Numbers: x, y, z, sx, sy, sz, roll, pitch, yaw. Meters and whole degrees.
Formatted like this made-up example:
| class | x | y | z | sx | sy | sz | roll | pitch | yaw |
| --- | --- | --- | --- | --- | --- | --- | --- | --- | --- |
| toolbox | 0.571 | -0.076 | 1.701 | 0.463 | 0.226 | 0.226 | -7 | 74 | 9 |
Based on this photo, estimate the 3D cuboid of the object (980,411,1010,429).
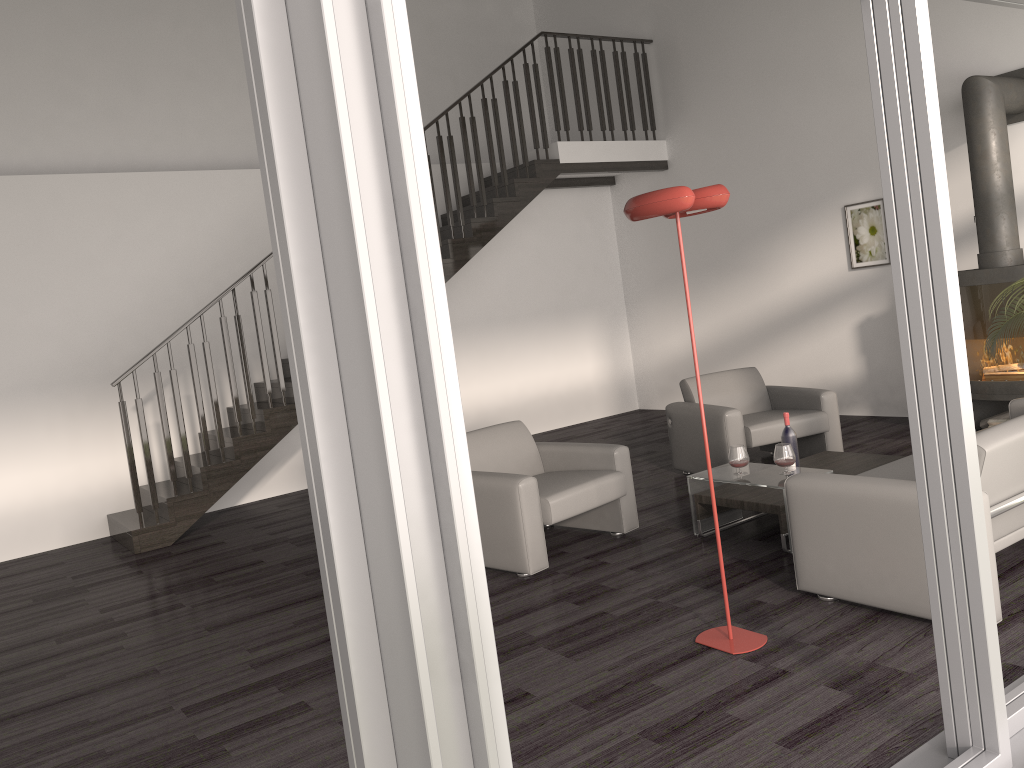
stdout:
| class | x | y | z | sx | sy | sz | roll | pitch | yaw |
| --- | --- | --- | --- | --- | --- | --- | --- | --- | --- |
| object | 3.640 | 0.269 | 6.591 | 0.105 | 0.191 | 0.305 | -10 | 5 | -32 |

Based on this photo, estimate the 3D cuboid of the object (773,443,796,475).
| class | x | y | z | sx | sy | sz | roll | pitch | yaw |
| --- | --- | --- | --- | --- | --- | --- | --- | --- | --- |
| object | 1.462 | 0.401 | 4.750 | 0.116 | 0.155 | 0.115 | -11 | 5 | -43 |

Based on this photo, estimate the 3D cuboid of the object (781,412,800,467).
| class | x | y | z | sx | sy | sz | roll | pitch | yaw |
| --- | --- | --- | --- | --- | --- | --- | --- | --- | --- |
| object | 1.590 | 0.347 | 5.075 | 0.093 | 0.370 | 0.092 | -10 | 4 | -35 |

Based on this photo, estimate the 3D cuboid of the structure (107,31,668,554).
| class | x | y | z | sx | sy | sz | roll | pitch | yaw |
| --- | --- | --- | --- | --- | --- | --- | --- | --- | --- |
| structure | -0.738 | -1.275 | 8.606 | 6.362 | 4.086 | 0.999 | -11 | 4 | -34 |

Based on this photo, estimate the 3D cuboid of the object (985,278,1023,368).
| class | x | y | z | sx | sy | sz | roll | pitch | yaw |
| --- | --- | --- | --- | --- | --- | --- | --- | --- | --- |
| object | 3.635 | -0.357 | 5.331 | 2.126 | 1.663 | 1.716 | -11 | 5 | -39 |

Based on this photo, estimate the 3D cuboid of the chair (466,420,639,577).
| class | x | y | z | sx | sy | sz | roll | pitch | yaw |
| --- | --- | --- | --- | --- | --- | --- | --- | --- | --- |
| chair | 0.123 | 0.614 | 5.203 | 0.967 | 0.716 | 0.909 | -12 | 6 | -44 |

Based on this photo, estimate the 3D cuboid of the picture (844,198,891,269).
| class | x | y | z | sx | sy | sz | roll | pitch | yaw |
| --- | --- | --- | --- | --- | --- | --- | --- | --- | --- |
| picture | 3.147 | -1.322 | 7.832 | 0.026 | 0.576 | 0.393 | -10 | 4 | -34 |

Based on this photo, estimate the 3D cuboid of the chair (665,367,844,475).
| class | x | y | z | sx | sy | sz | roll | pitch | yaw |
| --- | --- | --- | --- | --- | --- | --- | --- | --- | --- |
| chair | 1.771 | 0.272 | 6.515 | 0.965 | 0.716 | 0.910 | -9 | 4 | -19 |

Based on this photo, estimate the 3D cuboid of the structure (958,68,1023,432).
| class | x | y | z | sx | sy | sz | roll | pitch | yaw |
| --- | --- | --- | --- | --- | --- | --- | --- | --- | --- |
| structure | 3.824 | -1.007 | 6.624 | 1.119 | 2.669 | 0.817 | -10 | 4 | -34 |

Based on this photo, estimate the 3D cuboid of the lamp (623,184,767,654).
| class | x | y | z | sx | sy | sz | roll | pitch | yaw |
| --- | --- | --- | --- | --- | --- | --- | --- | --- | --- |
| lamp | 0.749 | 0.134 | 3.476 | 0.354 | 1.785 | 0.364 | -10 | 3 | -34 |

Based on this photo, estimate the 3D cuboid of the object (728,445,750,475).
| class | x | y | z | sx | sy | sz | roll | pitch | yaw |
| --- | --- | --- | --- | --- | --- | --- | --- | --- | --- |
| object | 1.250 | 0.418 | 4.884 | 0.116 | 0.155 | 0.116 | -9 | 4 | -25 |

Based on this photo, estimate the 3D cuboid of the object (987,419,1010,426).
| class | x | y | z | sx | sy | sz | roll | pitch | yaw |
| --- | --- | --- | --- | --- | --- | --- | --- | --- | --- |
| object | 3.618 | 0.290 | 6.468 | 0.073 | 0.068 | 0.257 | -11 | 6 | -35 |

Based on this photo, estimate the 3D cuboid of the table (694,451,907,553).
| class | x | y | z | sx | sy | sz | roll | pitch | yaw |
| --- | --- | --- | --- | --- | --- | --- | --- | --- | --- |
| table | 1.699 | 0.645 | 5.081 | 1.204 | 0.249 | 0.600 | -11 | 6 | -34 |

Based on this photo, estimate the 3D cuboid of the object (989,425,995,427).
| class | x | y | z | sx | sy | sz | roll | pitch | yaw |
| --- | --- | --- | --- | --- | --- | --- | --- | --- | --- |
| object | 3.605 | 0.343 | 6.425 | 0.093 | 0.082 | 0.267 | -10 | 5 | -33 |

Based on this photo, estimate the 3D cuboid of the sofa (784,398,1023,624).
| class | x | y | z | sx | sy | sz | roll | pitch | yaw |
| --- | --- | --- | --- | --- | --- | --- | --- | --- | --- |
| sofa | 2.273 | 0.413 | 4.148 | 2.121 | 0.716 | 0.901 | -11 | 5 | -34 |

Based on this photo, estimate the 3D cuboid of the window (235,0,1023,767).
| class | x | y | z | sx | sy | sz | roll | pitch | yaw |
| --- | --- | --- | --- | --- | --- | --- | --- | --- | --- |
| window | 1.073 | -0.654 | 2.327 | 9.776 | 3.465 | 0.385 | -11 | 4 | -34 |

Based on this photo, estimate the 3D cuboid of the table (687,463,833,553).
| class | x | y | z | sx | sy | sz | roll | pitch | yaw |
| --- | --- | --- | --- | --- | --- | --- | --- | --- | --- |
| table | 1.364 | 0.656 | 4.855 | 0.401 | 0.341 | 0.680 | -11 | 5 | -34 |
